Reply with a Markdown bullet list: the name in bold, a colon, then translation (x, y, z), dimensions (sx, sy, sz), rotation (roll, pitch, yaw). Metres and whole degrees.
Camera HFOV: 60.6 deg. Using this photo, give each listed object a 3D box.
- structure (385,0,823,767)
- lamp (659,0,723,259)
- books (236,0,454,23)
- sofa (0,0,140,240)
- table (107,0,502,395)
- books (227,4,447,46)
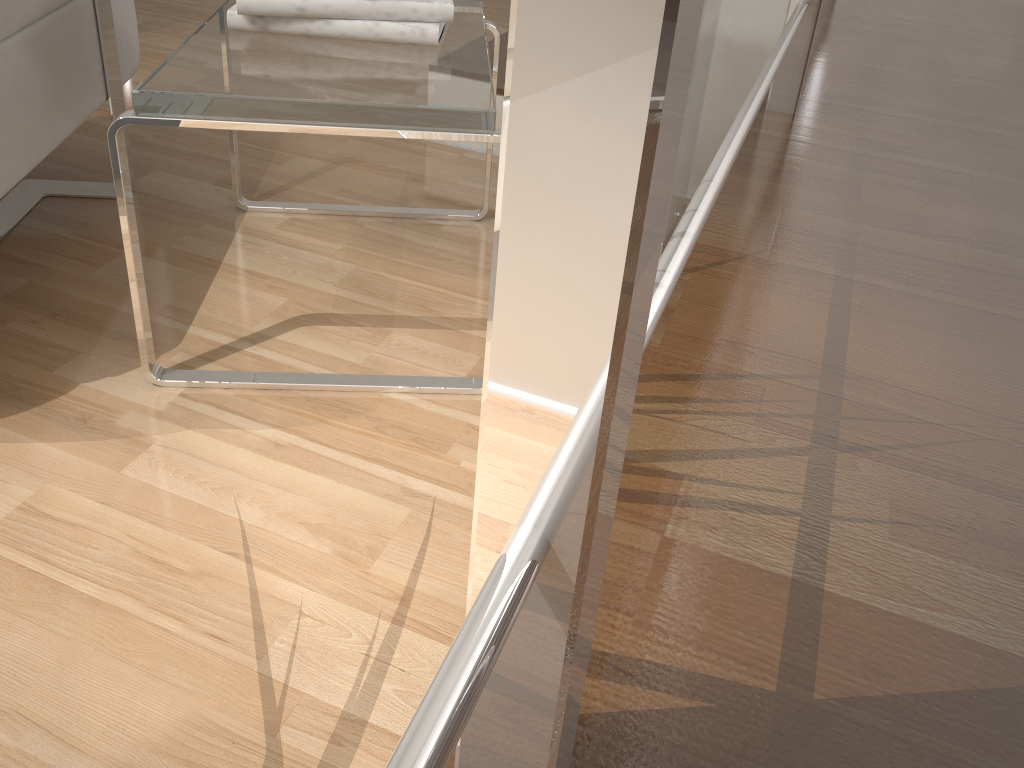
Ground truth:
- **structure**: translation (0.185, -0.512, 0.357), dimensions (0.058, 0.979, 2.464), rotation (14, 35, 15)
- **lamp**: translation (0.208, -0.452, 1.490), dimensions (0.201, 0.448, 0.203), rotation (15, 32, 16)
- **books**: translation (-0.239, -0.572, 1.277), dimensions (0.287, 0.025, 0.243), rotation (-2, 35, -9)
- **sofa**: translation (-1.553, -0.512, 1.141), dimensions (1.780, 0.691, 0.972), rotation (2, 33, -5)
- **table**: translation (-0.247, -0.320, 1.306), dimensions (0.464, 0.373, 0.590), rotation (2, 33, -5)
- **books**: translation (-0.241, -0.550, 1.289), dimensions (0.287, 0.025, 0.243), rotation (4, 34, -1)
